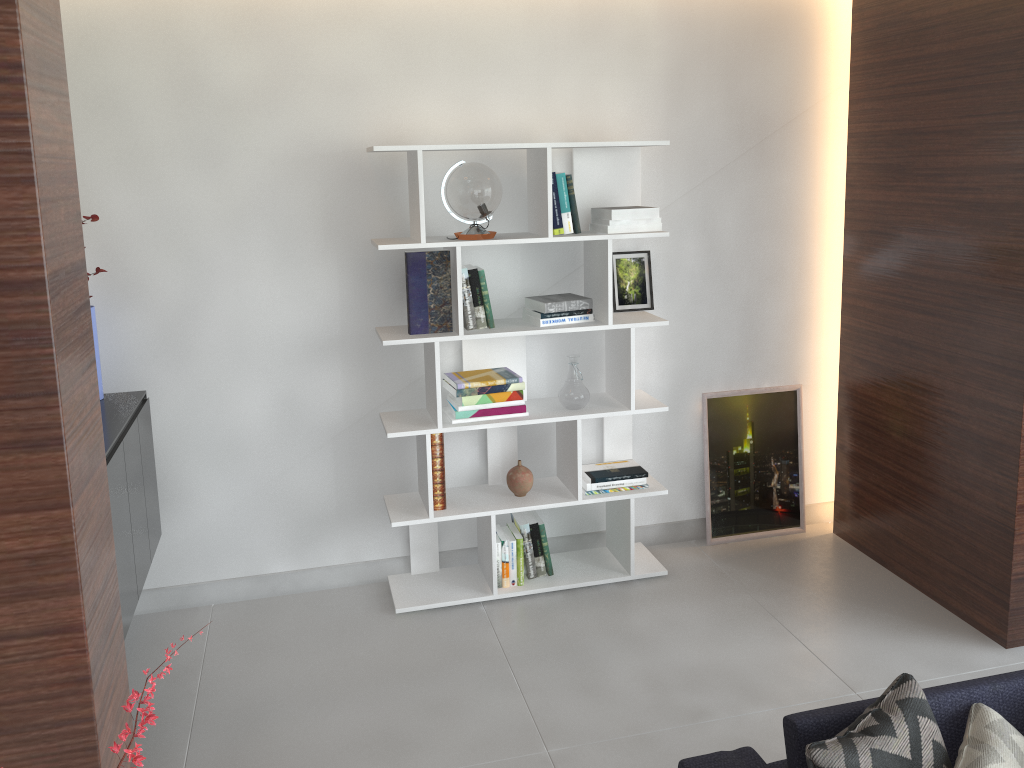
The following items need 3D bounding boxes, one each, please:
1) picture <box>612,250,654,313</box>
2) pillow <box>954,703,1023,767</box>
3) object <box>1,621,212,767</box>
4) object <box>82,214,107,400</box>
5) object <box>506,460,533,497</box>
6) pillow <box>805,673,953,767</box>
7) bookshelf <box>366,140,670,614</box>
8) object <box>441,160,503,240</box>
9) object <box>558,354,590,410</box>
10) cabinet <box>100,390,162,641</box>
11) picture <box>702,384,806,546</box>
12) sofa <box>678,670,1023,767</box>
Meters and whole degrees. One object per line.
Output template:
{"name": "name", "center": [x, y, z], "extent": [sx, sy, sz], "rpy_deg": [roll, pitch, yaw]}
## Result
{"name": "picture", "center": [0.516, -0.441, 3.798], "extent": [0.182, 0.252, 0.059], "rpy_deg": [-4, 10, -14]}
{"name": "pillow", "center": [0.992, 0.862, 1.656], "extent": [0.332, 0.290, 0.420], "rpy_deg": [8, 16, 37]}
{"name": "object", "center": [-0.315, 0.524, 0.456], "extent": [0.390, 0.723, 0.200], "rpy_deg": [-8, 12, -32]}
{"name": "object", "center": [-1.601, -0.336, 3.115], "extent": [0.270, 0.848, 0.276], "rpy_deg": [-1, 10, 1]}
{"name": "object", "center": [0.033, 0.388, 3.655], "extent": [0.111, 0.145, 0.124], "rpy_deg": [-5, 12, -16]}
{"name": "pillow", "center": [0.750, 0.822, 1.693], "extent": [0.419, 0.380, 0.223], "rpy_deg": [-13, 15, -42]}
{"name": "bookshelf", "center": [0.044, -0.055, 3.603], "extent": [1.152, 1.792, 0.304], "rpy_deg": [-4, 10, -14]}
{"name": "object", "center": [-0.152, -0.672, 3.412], "extent": [0.235, 0.377, 0.223], "rpy_deg": [0, 11, 6]}
{"name": "object", "center": [0.253, -0.009, 3.624], "extent": [0.132, 0.216, 0.134], "rpy_deg": [-3, 11, -8]}
{"name": "cabinet", "center": [-1.447, 0.457, 2.858], "extent": [0.398, 0.574, 1.149], "rpy_deg": [-4, 13, -13]}
{"name": "picture", "center": [1.120, 0.369, 4.073], "extent": [0.501, 0.688, 0.085], "rpy_deg": [-4, 10, -14]}
{"name": "sofa", "center": [1.974, 1.081, 1.339], "extent": [2.876, 0.599, 1.929], "rpy_deg": [-5, 14, -13]}
